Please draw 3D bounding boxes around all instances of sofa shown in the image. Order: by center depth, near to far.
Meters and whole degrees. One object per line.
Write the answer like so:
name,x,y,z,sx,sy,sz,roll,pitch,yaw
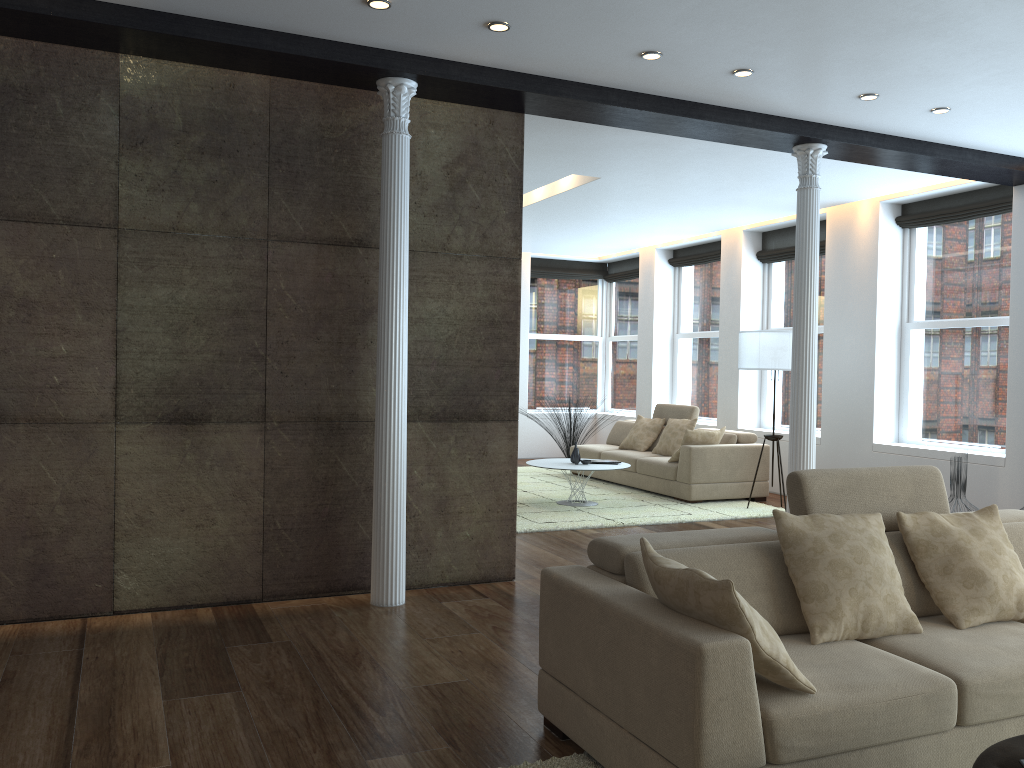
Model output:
sofa,1.475,0.824,3.368,2.581,0.950,1.021,1,1,-24
sofa,1.702,0.712,10.167,1.018,0.950,2.581,1,1,-24

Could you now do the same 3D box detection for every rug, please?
rug,2.393,1.325,2.351,4.231,0.020,2.972,1,1,-24
rug,0.529,1.162,9.677,2.972,0.020,4.231,1,1,-24

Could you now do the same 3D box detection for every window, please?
window,4.103,-0.529,8.041,0.123,2.400,1.391,1,1,-24
window,3.262,-0.579,9.930,0.123,2.400,1.345,1,1,-24
window,2.533,-0.621,11.569,0.123,2.400,1.444,1,1,-24
window,0.788,-0.691,13.626,1.474,2.400,0.123,1,1,-24
window,4.909,-0.136,21.367,34.761,17.917,13.698,1,1,-24

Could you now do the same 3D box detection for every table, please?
table,0.643,0.976,8.678,1.022,0.393,1.022,2,1,20

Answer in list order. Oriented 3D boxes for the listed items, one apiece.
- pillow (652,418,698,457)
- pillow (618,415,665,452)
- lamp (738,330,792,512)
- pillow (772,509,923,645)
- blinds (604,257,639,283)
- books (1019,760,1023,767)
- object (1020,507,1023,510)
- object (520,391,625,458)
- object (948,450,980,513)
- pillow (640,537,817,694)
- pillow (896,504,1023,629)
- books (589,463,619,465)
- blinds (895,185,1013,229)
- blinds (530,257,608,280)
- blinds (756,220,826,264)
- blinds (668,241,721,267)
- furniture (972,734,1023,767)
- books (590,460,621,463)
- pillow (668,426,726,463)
pillow,1.819,0.589,9.937,0.301,0.439,0.534,1,1,-28
pillow,1.553,0.584,10.503,0.368,0.416,0.519,1,1,-29
lamp,2.518,0.363,8.529,0.698,1.728,0.698,1,1,0
pillow,1.240,0.692,3.275,0.534,0.439,0.301,1,1,-20
blinds,1.759,-1.713,13.182,0.156,0.327,1.377,1,1,-24
books,1.339,0.938,2.036,0.220,0.040,0.301,1,1,11
object,3.794,0.903,6.438,0.458,0.781,0.458,1,1,-25
object,0.772,0.616,11.735,1.119,1.014,1.125,0,1,-38
object,3.406,0.889,6.775,0.458,0.781,0.458,1,1,-25
pillow,0.641,0.711,2.748,0.395,0.393,0.518,1,1,-21
pillow,1.815,0.710,3.517,0.519,0.416,0.368,1,1,-19
books,0.904,0.778,8.774,0.300,0.010,0.220,1,1,11
blinds,4.067,-1.604,7.998,0.156,0.275,1.396,1,1,-24
blinds,0.831,-1.745,13.523,1.442,0.312,0.155,1,1,-24
blinds,3.225,-1.594,9.888,0.156,0.393,1.342,1,1,-24
blinds,2.498,-1.696,11.523,0.156,0.275,1.442,1,1,-24
furniture,1.600,1.129,1.967,1.057,0.355,1.057,1,1,-22
books,0.909,0.768,8.798,0.300,0.010,0.220,1,1,-9
pillow,1.910,0.626,9.146,0.518,0.393,0.395,1,1,-27
